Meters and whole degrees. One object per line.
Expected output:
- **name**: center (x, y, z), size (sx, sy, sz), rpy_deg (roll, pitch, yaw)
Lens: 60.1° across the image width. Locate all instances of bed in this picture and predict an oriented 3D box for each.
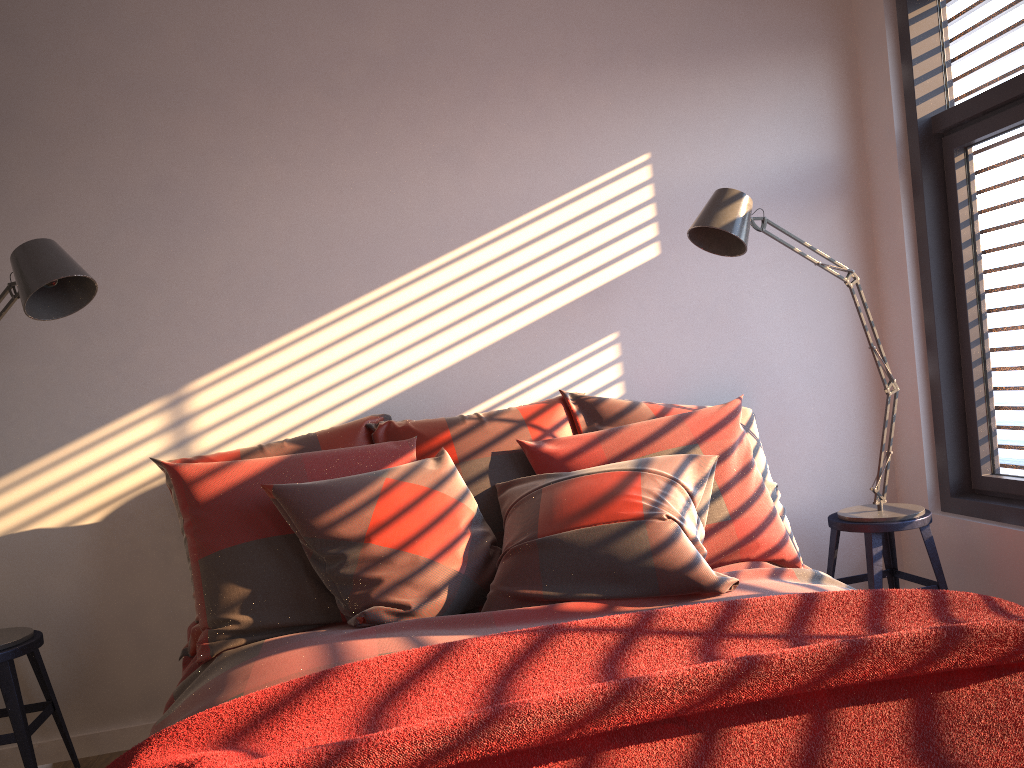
- **bed**: center (0.150, 0.684, 2.013), size (2.033, 0.772, 2.312), rpy_deg (-7, 1, -11)

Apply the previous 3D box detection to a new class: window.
- **window**: center (1.833, -0.518, 2.004), size (0.170, 1.945, 2.635), rpy_deg (-7, 1, -11)

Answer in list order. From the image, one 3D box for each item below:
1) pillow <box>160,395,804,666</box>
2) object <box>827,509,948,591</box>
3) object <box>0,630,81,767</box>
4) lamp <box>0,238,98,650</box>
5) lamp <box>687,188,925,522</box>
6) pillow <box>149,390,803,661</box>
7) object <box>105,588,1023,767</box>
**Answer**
- **pillow**: center (-0.076, 0.391, 2.617), size (1.812, 0.553, 0.527), rpy_deg (-7, 2, -10)
- **object**: center (1.292, 0.690, 3.072), size (0.338, 0.481, 0.341), rpy_deg (-7, 2, -13)
- **object**: center (-1.566, 1.026, 2.674), size (0.338, 0.481, 0.341), rpy_deg (-7, 2, -11)
- **lamp**: center (-1.443, 0.202, 2.506), size (0.790, 1.130, 0.278), rpy_deg (-5, 3, 30)
- **lamp**: center (0.967, -0.082, 2.940), size (0.786, 1.130, 0.279), rpy_deg (-7, 3, -18)
- **pillow**: center (0.012, 0.409, 2.599), size (2.139, 0.735, 1.144), rpy_deg (-7, 1, -12)
- **object**: center (0.253, 0.743, 1.361), size (2.642, 0.662, 0.682), rpy_deg (-7, 2, -9)
